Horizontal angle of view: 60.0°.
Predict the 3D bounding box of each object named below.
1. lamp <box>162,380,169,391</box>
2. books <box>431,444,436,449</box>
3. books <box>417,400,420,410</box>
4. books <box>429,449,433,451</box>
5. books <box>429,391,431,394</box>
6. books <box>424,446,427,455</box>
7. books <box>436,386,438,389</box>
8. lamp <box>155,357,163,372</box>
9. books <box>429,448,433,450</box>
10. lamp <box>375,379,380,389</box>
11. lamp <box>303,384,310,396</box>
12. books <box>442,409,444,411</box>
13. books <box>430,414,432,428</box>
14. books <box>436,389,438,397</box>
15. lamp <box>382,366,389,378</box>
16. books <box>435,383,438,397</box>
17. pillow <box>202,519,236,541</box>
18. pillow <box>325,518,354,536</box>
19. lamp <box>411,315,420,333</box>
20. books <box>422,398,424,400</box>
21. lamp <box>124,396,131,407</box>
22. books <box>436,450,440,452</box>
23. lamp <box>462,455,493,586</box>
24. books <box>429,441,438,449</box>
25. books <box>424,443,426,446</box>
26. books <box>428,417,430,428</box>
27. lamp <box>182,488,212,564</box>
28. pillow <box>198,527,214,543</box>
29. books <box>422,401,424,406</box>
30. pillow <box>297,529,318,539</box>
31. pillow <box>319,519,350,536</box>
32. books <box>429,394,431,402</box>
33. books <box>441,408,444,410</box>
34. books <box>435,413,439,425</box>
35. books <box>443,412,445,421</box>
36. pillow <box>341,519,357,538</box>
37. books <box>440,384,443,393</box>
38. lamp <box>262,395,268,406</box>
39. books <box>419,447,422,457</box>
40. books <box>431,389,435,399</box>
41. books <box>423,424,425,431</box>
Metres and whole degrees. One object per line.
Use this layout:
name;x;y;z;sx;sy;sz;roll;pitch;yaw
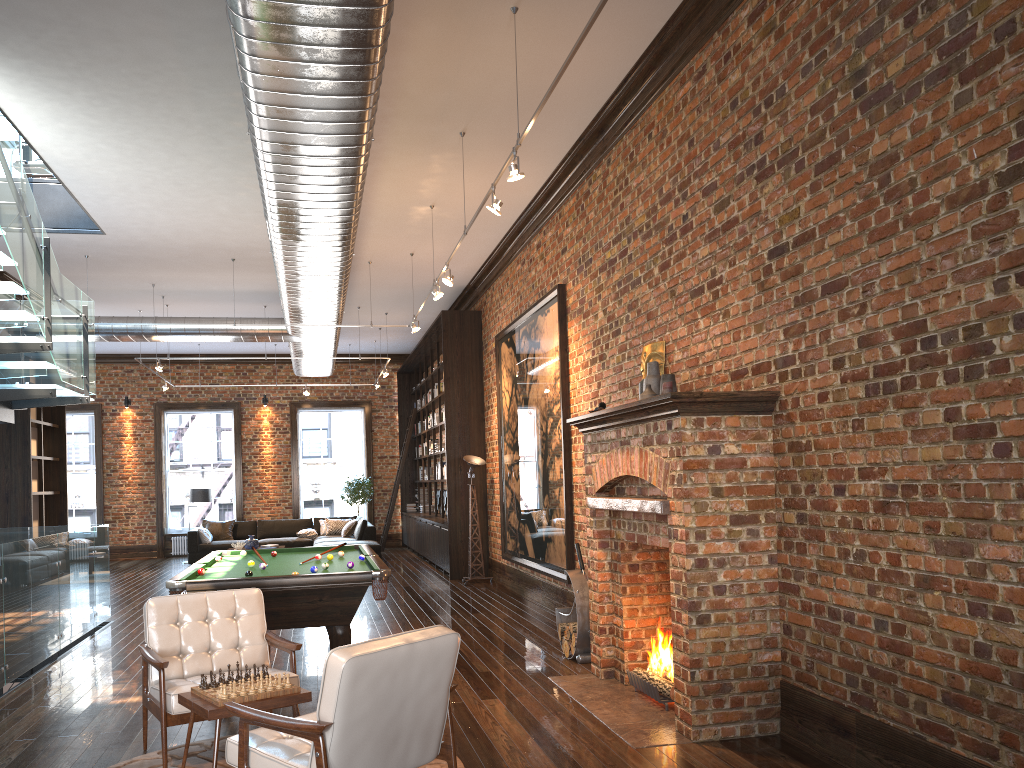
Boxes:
lamp;-6.578;0.023;16.848;0.114;0.229;0.113;-3;-2;28
books;-1.565;1.331;18.042;0.147;0.232;0.036;-1;-1;-13
books;-1.963;0.480;19.510;0.235;0.251;0.028;-1;-1;-13
books;-1.555;1.327;17.820;0.198;0.017;0.356;-1;-6;-11
books;-1.570;0.282;17.843;0.192;0.266;0.016;-1;-1;-13
books;-1.706;1.401;18.515;0.236;0.202;0.046;-1;-2;-13
books;-1.347;0.164;16.821;0.180;0.270;0.011;-1;-1;-13
lamp;-5.599;-0.306;14.058;0.114;0.229;0.114;-2;-2;8
books;-1.550;1.310;17.822;0.198;0.017;0.356;0;-6;-13
lamp;-2.675;-0.007;17.718;0.114;0.229;0.114;-3;-2;27
lamp;-4.281;0.122;18.448;0.113;0.229;0.114;0;-3;-43
books;-1.190;0.595;16.185;0.179;0.274;0.099;-1;-2;-13
books;-1.553;0.766;17.851;0.183;0.313;0.013;-1;-1;-13
books;-1.346;0.194;16.787;0.193;0.202;0.027;-1;-1;-13
lamp;-2.241;-0.230;15.760;0.113;0.229;0.114;0;-3;-37
books;-1.373;0.152;16.964;0.186;0.328;0.069;-1;-2;-13
pillow;-5.855;2.904;17.620;0.700;0.438;0.306;-1;-3;-12
pillow;-3.480;2.882;17.926;0.611;0.360;0.289;-1;-3;-9
lamp;-1.216;-0.752;11.187;0.113;0.229;0.114;-2;-2;2
books;-1.901;0.443;19.306;0.190;0.279;0.017;-1;-1;-13
lamp;-8.278;0.388;19.071;0.126;0.236;0.155;-1;-3;-13
books;-1.302;1.266;16.710;0.244;0.025;0.161;0;-6;-14
lamp;-0.506;1.919;12.592;0.425;1.822;0.507;-2;-2;-8
books;-1.594;1.309;18.090;0.188;0.286;0.013;-1;-1;-13
books;-1.782;1.405;18.924;0.185;0.285;0.036;-1;-1;-13
books;-1.612;0.809;18.114;0.178;0.285;0.088;-1;-2;-13
lamp;-6.222;2.796;17.441;0.688;1.462;0.420;-2;-2;17
pillow;-5.938;2.938;17.202;0.244;0.304;0.576;-1;-5;-12
books;-1.849;0.472;19.182;0.170;0.194;0.084;-1;-2;-13
pillow;-4.104;3.005;17.754;0.409;0.203;0.614;0;-6;-15
pillow;-3.590;2.928;18.085;0.703;0.337;0.271;-1;-3;-12
books;-1.563;0.308;17.779;0.187;0.199;0.030;-1;-1;-13
books;-1.285;0.622;16.685;0.155;0.333;0.014;-1;-1;-13
books;-1.294;0.666;16.619;0.272;0.240;0.083;-1;-2;-13
books;-1.143;0.606;15.982;0.181;0.207;0.030;-1;-1;-13
pillow;-3.213;2.862;17.507;0.314;0.354;0.632;-1;-5;-13
books;-1.256;0.127;16.432;0.190;0.254;0.062;-1;-2;-13
lamp;-5.482;0.366;19.694;0.126;0.236;0.155;-1;-3;-13
books;-1.919;1.499;19.471;0.231;0.224;0.024;-1;-1;-13
books;-1.509;0.242;17.587;0.176;0.288;0.030;-1;-1;-13
books;-1.862;0.975;19.222;0.185;0.210;0.069;-1;-2;-13
